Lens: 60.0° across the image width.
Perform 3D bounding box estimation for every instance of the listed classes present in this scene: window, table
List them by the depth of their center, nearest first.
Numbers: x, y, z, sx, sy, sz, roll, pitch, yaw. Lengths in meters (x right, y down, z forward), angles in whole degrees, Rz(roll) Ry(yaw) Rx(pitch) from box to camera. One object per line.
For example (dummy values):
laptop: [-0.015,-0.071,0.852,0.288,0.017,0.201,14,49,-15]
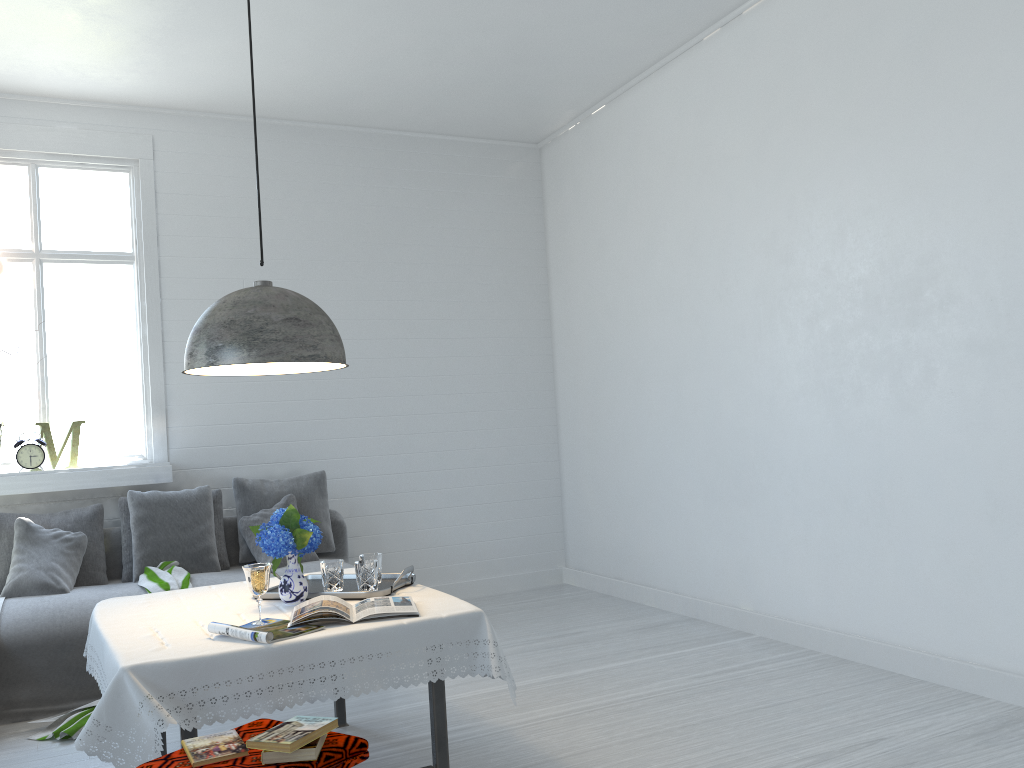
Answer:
table: [-0.875,1.177,3.313,1.327,0.724,1.672,-2,-3,-25]
window: [-3.046,-0.511,5.703,1.481,2.397,0.379,-2,-2,-26]

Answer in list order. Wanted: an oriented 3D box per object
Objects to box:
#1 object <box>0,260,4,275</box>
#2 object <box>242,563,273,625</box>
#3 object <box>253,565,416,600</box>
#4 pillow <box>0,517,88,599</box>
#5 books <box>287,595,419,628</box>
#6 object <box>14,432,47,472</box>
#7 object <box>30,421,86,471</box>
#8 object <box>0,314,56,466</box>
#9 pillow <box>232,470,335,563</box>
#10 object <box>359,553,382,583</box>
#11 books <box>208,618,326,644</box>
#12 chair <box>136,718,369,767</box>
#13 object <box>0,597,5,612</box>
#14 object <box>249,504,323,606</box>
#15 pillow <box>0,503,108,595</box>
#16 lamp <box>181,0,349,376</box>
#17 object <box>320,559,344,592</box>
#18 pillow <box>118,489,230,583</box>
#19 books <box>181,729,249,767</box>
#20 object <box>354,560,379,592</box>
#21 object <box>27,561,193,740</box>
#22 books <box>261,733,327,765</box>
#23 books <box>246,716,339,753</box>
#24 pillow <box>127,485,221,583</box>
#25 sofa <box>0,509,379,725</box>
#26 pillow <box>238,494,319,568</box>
object: [-3.325,-0.765,5.588,0.200,1.426,0.197,-4,-2,15]
object: [-0.833,0.692,2.920,0.098,0.191,0.098,-3,-2,-6]
object: [-0.706,0.780,3.543,0.651,0.092,0.399,-4,-3,16]
pillow: [-2.698,0.999,5.111,0.380,0.463,0.417,-3,-2,-11]
books: [-0.541,0.759,3.016,0.422,0.049,0.300,-3,-3,-11]
object: [-3.009,0.425,5.543,0.182,0.250,0.075,-2,-2,-26]
object: [-2.930,0.400,5.723,0.330,0.311,0.052,-2,-2,-36]
object: [-3.152,0.073,5.269,0.848,0.935,0.635,-4,-2,21]
pillow: [-1.533,0.885,5.970,0.638,0.560,0.279,-2,-2,-25]
object: [-0.571,0.751,3.603,0.095,0.119,0.096,-3,-2,-2]
books: [-0.780,0.770,2.819,0.300,0.043,0.229,-6,-3,38]
chair: [-0.629,1.191,2.199,0.419,0.562,0.419,-5,-3,34]
object: [-2.735,1.339,3.575,1.043,0.473,3.167,-2,-3,-26]
object: [-0.835,0.635,3.306,0.265,0.376,0.236,-3,-2,-24]
pillow: [-2.797,1.012,5.351,0.638,0.521,0.279,-2,-2,-26]
lamp: [-0.974,-1.073,3.336,0.601,2.043,0.600,-5,-2,35]
object: [-0.704,0.753,3.481,0.095,0.119,0.096,-2,-3,-42]
pillow: [-2.162,0.961,5.673,0.641,0.520,0.280,-2,-2,-25]
books: [-0.742,0.907,2.212,0.133,0.012,0.189,-2,-3,-28]
object: [-0.557,0.741,3.412,0.095,0.119,0.096,-3,-2,-2]
object: [-2.030,1.260,4.857,0.622,0.832,1.582,-3,-3,-1]
books: [-0.533,0.884,2.184,0.128,0.030,0.182,-3,-3,-4]
books: [-0.538,0.857,2.183,0.133,0.022,0.189,-5,-3,25]
pillow: [-2.110,0.933,5.539,0.509,0.572,0.296,-2,-2,-26]
sofa: [-1.971,1.246,4.129,3.406,0.898,3.398,-2,-3,-26]
pillow: [-1.495,0.954,5.696,0.380,0.463,0.417,-2,-3,-41]
